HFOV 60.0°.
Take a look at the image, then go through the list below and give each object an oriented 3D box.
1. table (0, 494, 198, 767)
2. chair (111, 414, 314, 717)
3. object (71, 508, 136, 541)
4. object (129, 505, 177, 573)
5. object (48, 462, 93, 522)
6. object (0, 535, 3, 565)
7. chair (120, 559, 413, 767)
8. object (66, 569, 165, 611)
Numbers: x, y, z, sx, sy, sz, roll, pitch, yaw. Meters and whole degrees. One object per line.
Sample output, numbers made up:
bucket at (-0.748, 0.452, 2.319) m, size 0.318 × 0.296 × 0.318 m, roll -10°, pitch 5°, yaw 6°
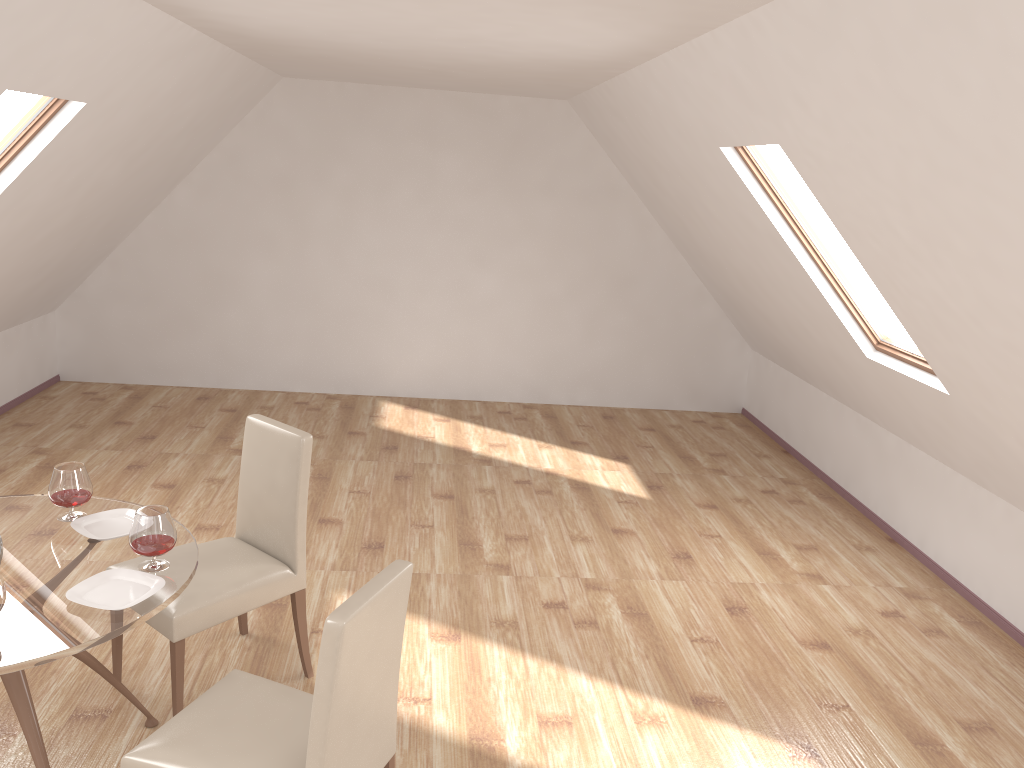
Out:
table at (-1.592, 0.916, 2.719) m, size 1.198 × 0.770 × 1.198 m, roll 8°, pitch 14°, yaw 15°
chair at (-1.125, 0.678, 3.361) m, size 0.477 × 0.999 × 0.618 m, roll 15°, pitch 17°, yaw 38°
object at (-1.327, 0.472, 2.948) m, size 0.228 × 0.020 × 0.228 m, roll 15°, pitch 18°, yaw 38°
object at (-1.089, 0.469, 2.691) m, size 0.136 × 0.183 × 0.136 m, roll -3°, pitch 15°, yaw -26°
object at (-1.492, 0.364, 2.999) m, size 0.136 × 0.183 × 0.136 m, roll -3°, pitch 15°, yaw -26°
object at (-1.552, 0.386, 2.591) m, size 0.086 × 0.322 × 0.096 m, roll -8°, pitch 18°, yaw -41°
chair at (-0.646, 0.945, 2.410) m, size 0.618 × 0.999 × 0.477 m, roll 9°, pitch 14°, yaw 18°
object at (-1.125, 0.590, 2.524) m, size 0.228 × 0.020 × 0.228 m, roll 8°, pitch 14°, yaw 16°
